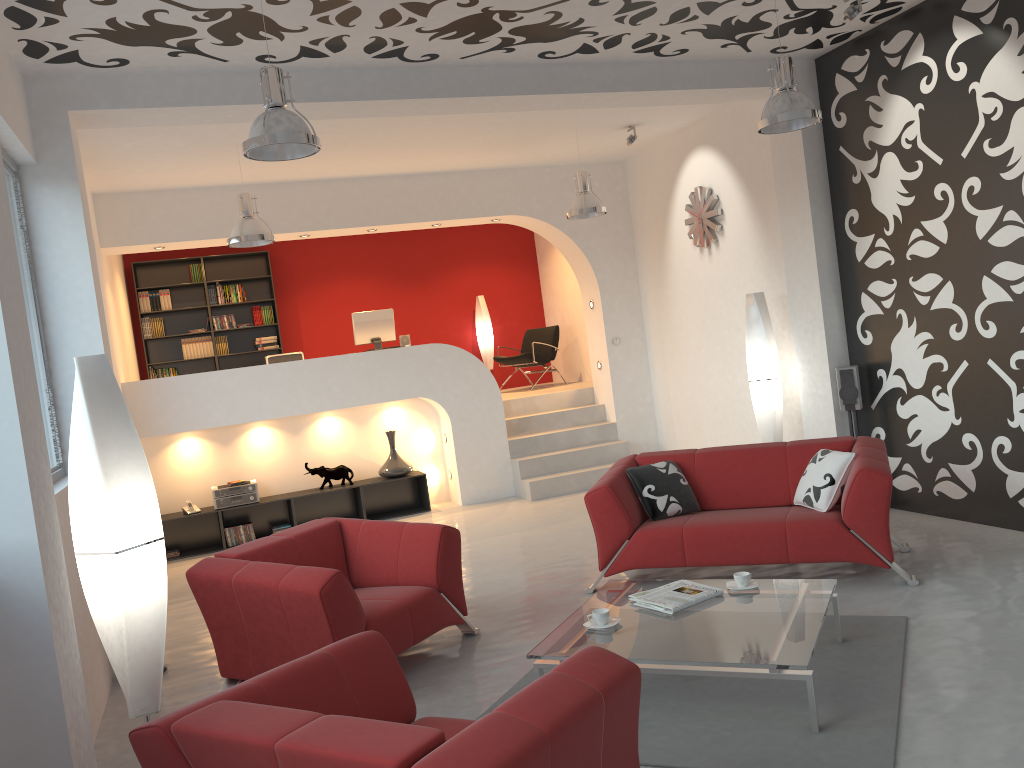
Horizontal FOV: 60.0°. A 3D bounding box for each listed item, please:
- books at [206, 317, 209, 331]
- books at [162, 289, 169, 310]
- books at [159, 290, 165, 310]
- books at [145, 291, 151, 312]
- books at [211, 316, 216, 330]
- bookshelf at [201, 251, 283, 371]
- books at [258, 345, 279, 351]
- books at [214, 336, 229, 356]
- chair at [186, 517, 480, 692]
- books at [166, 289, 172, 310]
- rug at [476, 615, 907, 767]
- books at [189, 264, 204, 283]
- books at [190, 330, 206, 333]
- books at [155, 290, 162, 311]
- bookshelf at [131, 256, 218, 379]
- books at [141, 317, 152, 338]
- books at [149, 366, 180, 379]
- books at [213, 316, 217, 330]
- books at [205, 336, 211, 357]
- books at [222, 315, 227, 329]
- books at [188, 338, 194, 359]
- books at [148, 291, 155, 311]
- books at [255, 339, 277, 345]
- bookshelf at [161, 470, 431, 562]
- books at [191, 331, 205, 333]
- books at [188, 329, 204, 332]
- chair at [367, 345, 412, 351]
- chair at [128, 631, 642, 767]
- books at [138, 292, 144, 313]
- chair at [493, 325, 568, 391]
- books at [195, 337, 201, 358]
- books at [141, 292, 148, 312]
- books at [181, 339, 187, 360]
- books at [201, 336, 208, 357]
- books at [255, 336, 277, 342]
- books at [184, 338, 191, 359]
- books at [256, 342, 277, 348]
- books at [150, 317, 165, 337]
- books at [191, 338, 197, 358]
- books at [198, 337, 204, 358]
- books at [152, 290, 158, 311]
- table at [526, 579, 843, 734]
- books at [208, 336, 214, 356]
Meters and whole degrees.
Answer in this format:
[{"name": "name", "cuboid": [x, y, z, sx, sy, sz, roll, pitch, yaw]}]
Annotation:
[{"name": "books", "cuboid": [-3.871, -0.753, 11.267, 0.063, 0.187, 0.135, -8, 3, -19]}, {"name": "books", "cuboid": [-4.329, -1.041, 11.086, 0.040, 0.260, 0.200, -8, 3, -19]}, {"name": "books", "cuboid": [-4.367, -1.035, 11.073, 0.040, 0.260, 0.200, -8, 3, -19]}, {"name": "books", "cuboid": [-4.519, -1.013, 11.020, 0.040, 0.260, 0.200, -8, 3, -19]}, {"name": "books", "cuboid": [-3.800, -0.765, 11.291, 0.031, 0.190, 0.135, -8, 3, -19]}, {"name": "bookshelf", "cuboid": [-3.394, -0.551, 11.377, 0.816, 2.213, 0.305, -8, 3, -19]}, {"name": "books", "cuboid": [-3.154, -0.464, 11.482, 0.260, 0.040, 0.200, -8, 3, -18]}, {"name": "books", "cuboid": [-3.705, -0.485, 11.315, 0.146, 0.240, 0.170, -8, 3, -19]}, {"name": "chair", "cuboid": [-0.921, 1.169, 4.746, 0.951, 0.738, 1.288, -6, 3, 31]}, {"name": "books", "cuboid": [-4.291, -1.046, 11.100, 0.040, 0.260, 0.200, -8, 3, -19]}, {"name": "rug", "cuboid": [0.857, 1.333, 4.053, 1.700, 0.025, 1.700, -6, 3, 26]}, {"name": "books", "cuboid": [-3.992, -1.385, 11.216, 0.146, 0.240, 0.170, -8, 3, -19]}, {"name": "books", "cuboid": [-3.978, -0.665, 11.229, 0.190, 0.015, 0.135, -8, 3, -19]}, {"name": "books", "cuboid": [-4.406, -1.030, 11.060, 0.040, 0.260, 0.200, -8, 3, -19]}, {"name": "bookshelf", "cuboid": [-4.157, -0.439, 11.111, 0.816, 2.213, 0.305, -8, 3, -19]}, {"name": "books", "cuboid": [-4.536, -0.689, 11.026, 0.090, 0.256, 0.181, -8, 3, -19]}, {"name": "books", "cuboid": [-4.332, -0.095, 11.072, 0.341, 0.286, 0.231, -8, 3, -19]}, {"name": "books", "cuboid": [-3.786, -0.767, 11.296, 0.031, 0.190, 0.135, -8, 3, -19]}, {"name": "books", "cuboid": [-3.858, -0.472, 11.250, 0.040, 0.260, 0.200, -8, 3, -19]}, {"name": "books", "cuboid": [-3.673, -0.784, 11.335, 0.031, 0.190, 0.135, -8, 3, -19]}, {"name": "books", "cuboid": [-4.048, -0.444, 11.183, 0.040, 0.260, 0.200, -8, 3, -19]}, {"name": "books", "cuboid": [-4.481, -1.018, 11.033, 0.040, 0.260, 0.200, -8, 3, -19]}, {"name": "books", "cuboid": [-3.184, -0.540, 11.466, 0.260, 0.040, 0.200, -8, 3, -20]}, {"name": "bookshelf", "cuboid": [-2.230, 1.325, 9.021, 2.764, 0.397, 0.405, -8, 3, -19]}, {"name": "books", "cuboid": [-3.983, -0.649, 11.227, 0.190, 0.015, 0.135, -8, 3, -19]}, {"name": "books", "cuboid": [-3.997, -0.678, 11.222, 0.190, 0.015, 0.135, -8, 3, -19]}, {"name": "chair", "cuboid": [-1.535, -0.069, 11.088, 0.664, 0.795, 0.768, -7, 3, 1]}, {"name": "chair", "cuboid": [-0.295, 1.182, 2.572, 1.288, 0.738, 0.951, -6, 3, 31]}, {"name": "books", "cuboid": [-4.595, -1.002, 10.994, 0.040, 0.260, 0.200, -8, 3, -19]}, {"name": "chair", "cuboid": [0.213, -0.329, 11.759, 0.768, 0.795, 0.664, -10, 3, -44]}, {"name": "books", "cuboid": [-3.972, -0.455, 11.210, 0.040, 0.260, 0.200, -8, 3, -19]}, {"name": "books", "cuboid": [-4.557, -1.007, 11.007, 0.040, 0.260, 0.200, -8, 3, -19]}, {"name": "books", "cuboid": [-4.123, -0.433, 11.157, 0.040, 0.260, 0.200, -8, 3, -19]}, {"name": "books", "cuboid": [-3.896, -0.466, 11.236, 0.040, 0.260, 0.200, -8, 3, -19]}, {"name": "books", "cuboid": [-3.178, -0.581, 11.460, 0.260, 0.040, 0.200, -8, 3, -19]}, {"name": "books", "cuboid": [-4.085, -0.438, 11.170, 0.040, 0.260, 0.200, -8, 3, -19]}, {"name": "books", "cuboid": [-3.175, -0.501, 11.471, 0.260, 0.040, 0.200, -8, 3, -19]}, {"name": "books", "cuboid": [-4.422, -0.698, 11.065, 0.146, 0.240, 0.170, -8, 3, -19]}, {"name": "books", "cuboid": [-4.010, -0.449, 11.196, 0.040, 0.260, 0.200, -8, 3, -19]}, {"name": "books", "cuboid": [-3.934, -0.460, 11.223, 0.040, 0.260, 0.200, -8, 3, -19]}, {"name": "books", "cuboid": [-4.443, -1.024, 11.047, 0.040, 0.260, 0.200, -8, 3, -19]}, {"name": "table", "cuboid": [0.832, 1.190, 4.036, 1.162, 0.286, 1.097, -6, 3, 26]}, {"name": "books", "cuboid": [-3.820, -0.477, 11.263, 0.040, 0.260, 0.200, -8, 3, -19]}]
